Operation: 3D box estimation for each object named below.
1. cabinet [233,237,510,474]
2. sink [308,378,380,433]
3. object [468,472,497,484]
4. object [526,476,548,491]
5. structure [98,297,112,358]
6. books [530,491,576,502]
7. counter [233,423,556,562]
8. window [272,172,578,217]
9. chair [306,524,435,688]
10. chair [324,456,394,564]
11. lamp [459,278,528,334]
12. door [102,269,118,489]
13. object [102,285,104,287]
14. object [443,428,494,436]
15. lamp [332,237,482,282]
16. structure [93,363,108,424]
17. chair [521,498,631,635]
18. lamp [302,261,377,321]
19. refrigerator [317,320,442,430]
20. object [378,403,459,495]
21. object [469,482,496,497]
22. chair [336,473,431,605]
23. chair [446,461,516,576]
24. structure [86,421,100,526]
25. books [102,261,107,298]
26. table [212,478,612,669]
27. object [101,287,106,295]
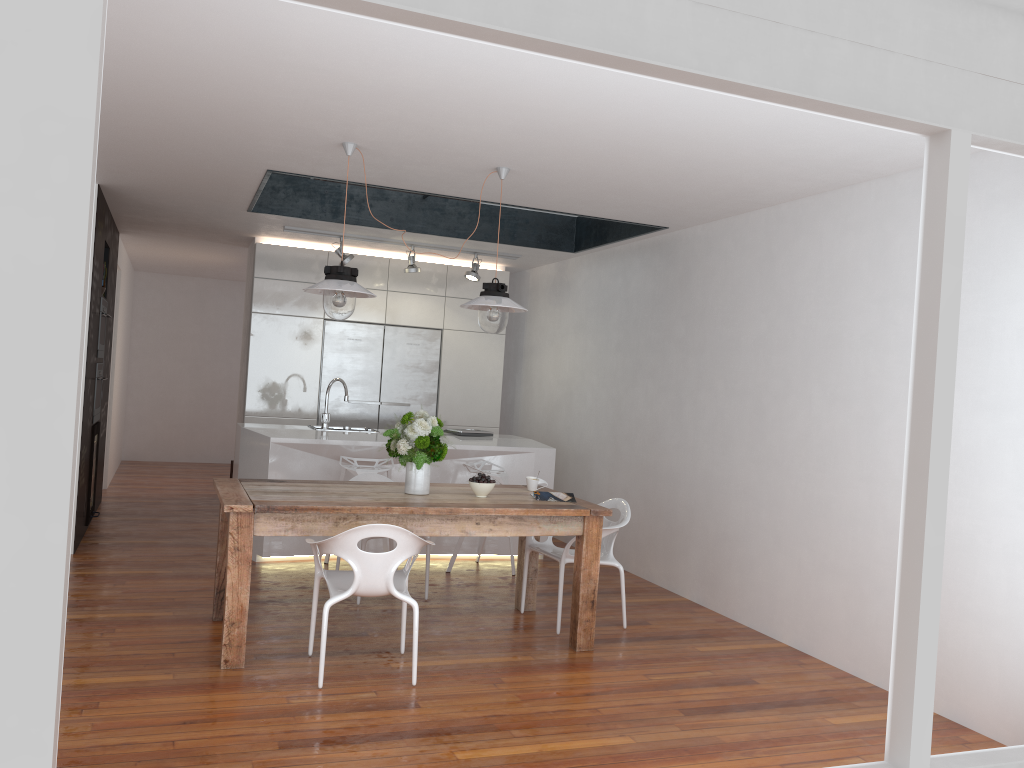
[{"bbox_3d":[-1.386,0.001,8.692,2.404,2.506,0.946,4,0,-21],"label":"cabinet"},{"bbox_3d":[-1.314,0.239,6.943,0.492,0.570,0.459,4,0,-21],"label":"sink"},{"bbox_3d":[-0.158,0.509,4.714,0.159,0.095,0.141,4,0,-35],"label":"object"},{"bbox_3d":[0.140,0.580,5.140,0.127,0.078,0.082,4,0,-16],"label":"object"},{"bbox_3d":[-3.220,-0.436,7.021,0.052,0.462,0.585,4,0,-21],"label":"structure"},{"bbox_3d":[0.225,0.608,4.856,0.218,0.035,0.267,4,0,-6],"label":"books"},{"bbox_3d":[-0.926,0.833,6.840,2.289,0.903,0.956,4,0,-21],"label":"counter"},{"bbox_3d":[-0.426,-1.483,6.417,2.700,0.035,1.546,4,0,-21],"label":"window"},{"bbox_3d":[-0.651,0.943,4.002,0.577,0.710,0.505,4,0,-16],"label":"chair"},{"bbox_3d":[-1.017,0.896,6.079,0.492,0.765,0.428,4,0,-11],"label":"chair"},{"bbox_3d":[-0.098,-0.423,4.805,0.372,0.306,0.372,4,0,31],"label":"lamp"},{"bbox_3d":[-3.987,-0.037,8.643,0.120,2.236,0.823,4,0,-21],"label":"door"},{"bbox_3d":[-3.235,-0.757,6.928,0.077,0.042,0.116,4,0,-8],"label":"object"},{"bbox_3d":[-0.360,0.395,7.267,0.298,0.036,0.325,4,0,-31],"label":"object"},{"bbox_3d":[-0.892,-1.064,7.632,1.324,0.254,0.154,4,0,-21],"label":"lamp"},{"bbox_3d":[-3.253,0.066,7.020,0.052,0.462,0.585,4,0,-21],"label":"structure"},{"bbox_3d":[0.395,1.013,5.116,0.505,0.710,0.577,4,0,-26],"label":"chair"},{"bbox_3d":[-0.874,-0.475,4.507,0.372,0.306,0.372,4,0,-27],"label":"lamp"},{"bbox_3d":[-1.246,0.352,8.266,1.119,1.811,0.142,4,0,-21],"label":"refrigerator"},{"bbox_3d":[-0.514,0.336,4.683,0.371,0.476,0.432,4,0,21],"label":"object"},{"bbox_3d":[-0.161,0.559,4.714,0.146,0.079,0.146,4,0,-13],"label":"object"},{"bbox_3d":[-0.807,0.934,5.472,0.577,0.710,0.505,4,0,-31],"label":"chair"},{"bbox_3d":[-0.150,0.954,6.336,0.428,0.765,0.492,4,0,24],"label":"chair"},{"bbox_3d":[-3.288,0.697,7.023,0.081,0.763,0.582,4,0,-21],"label":"structure"},{"bbox_3d":[-3.412,-0.851,7.164,0.230,0.303,0.152,4,0,-21],"label":"books"},{"bbox_3d":[-0.567,0.940,4.652,1.910,0.735,0.969,4,0,-21],"label":"table"},{"bbox_3d":[-3.246,-0.723,6.924,0.132,0.069,0.132,4,0,12],"label":"object"}]
